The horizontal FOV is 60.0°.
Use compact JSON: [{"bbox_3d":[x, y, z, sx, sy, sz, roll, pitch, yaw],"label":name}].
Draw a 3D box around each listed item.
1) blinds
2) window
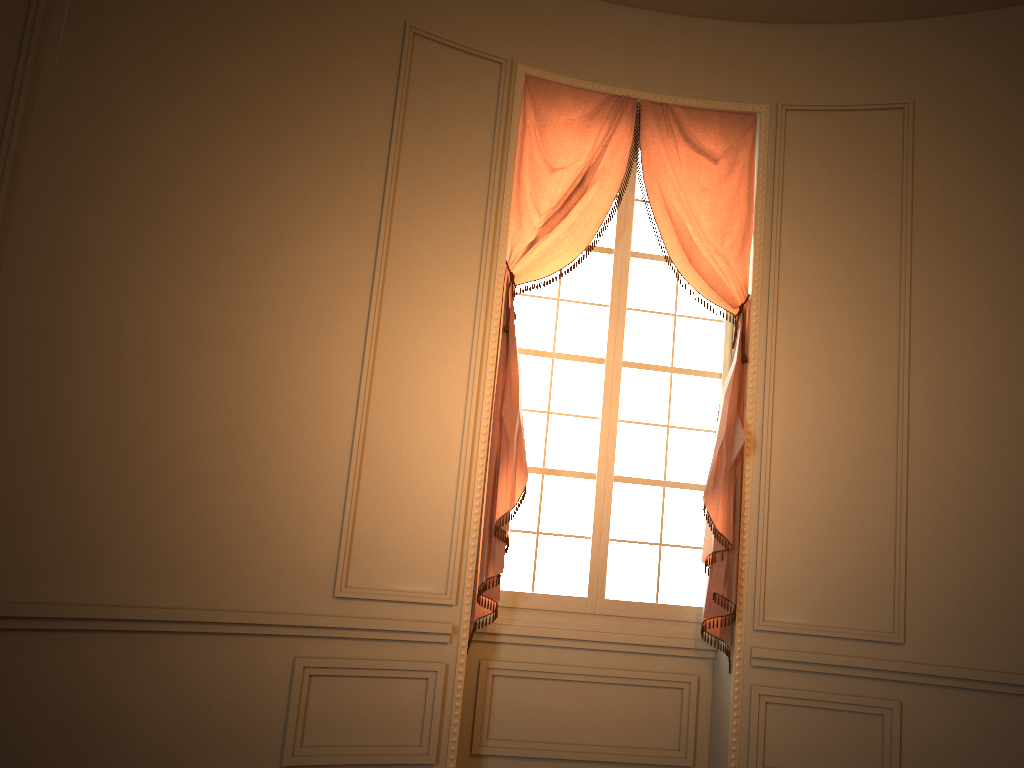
[{"bbox_3d":[0.581,-0.111,4.478,1.342,2.959,0.285,7,-10,-8],"label":"blinds"},{"bbox_3d":[0.544,-0.122,4.762,1.315,2.819,0.047,7,-10,-8],"label":"window"}]
